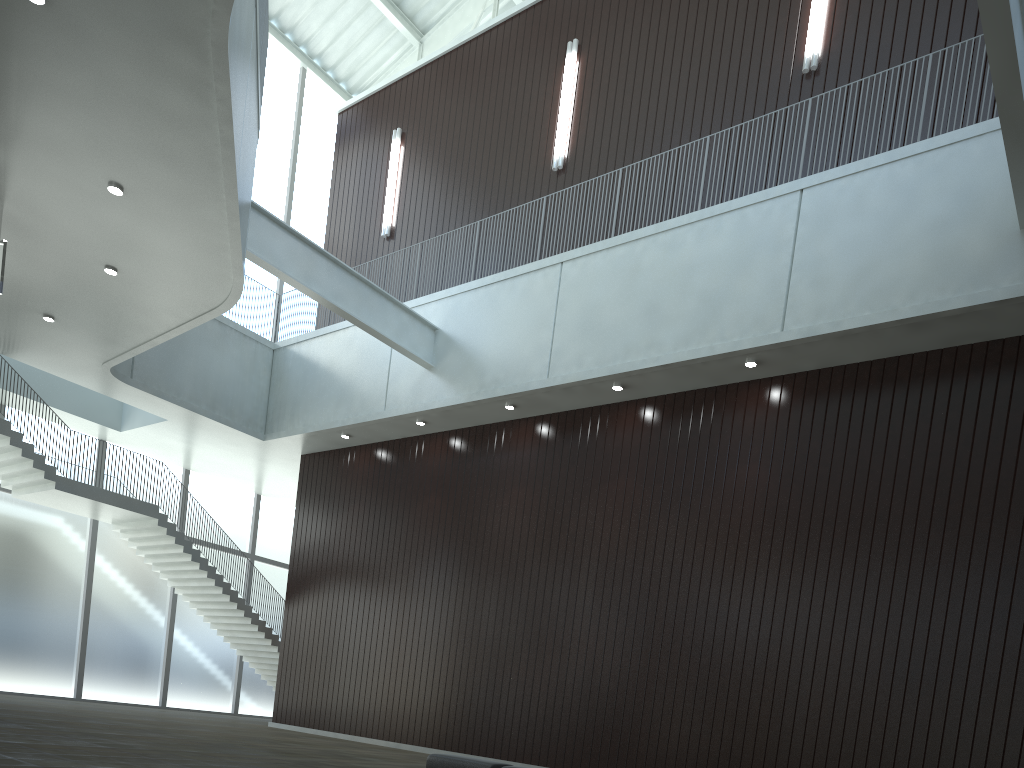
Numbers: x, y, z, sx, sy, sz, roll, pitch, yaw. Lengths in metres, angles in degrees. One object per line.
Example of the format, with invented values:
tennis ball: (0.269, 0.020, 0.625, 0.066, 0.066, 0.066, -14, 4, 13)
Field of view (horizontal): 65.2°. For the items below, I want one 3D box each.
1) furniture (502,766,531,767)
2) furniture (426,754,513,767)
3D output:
furniture: (1.574, 17.659, 35.435, 4.013, 1.033, 2.287, -10, -24, 37)
furniture: (-1.974, 18.372, 38.182, 4.013, 1.033, 2.287, -10, -24, 37)
